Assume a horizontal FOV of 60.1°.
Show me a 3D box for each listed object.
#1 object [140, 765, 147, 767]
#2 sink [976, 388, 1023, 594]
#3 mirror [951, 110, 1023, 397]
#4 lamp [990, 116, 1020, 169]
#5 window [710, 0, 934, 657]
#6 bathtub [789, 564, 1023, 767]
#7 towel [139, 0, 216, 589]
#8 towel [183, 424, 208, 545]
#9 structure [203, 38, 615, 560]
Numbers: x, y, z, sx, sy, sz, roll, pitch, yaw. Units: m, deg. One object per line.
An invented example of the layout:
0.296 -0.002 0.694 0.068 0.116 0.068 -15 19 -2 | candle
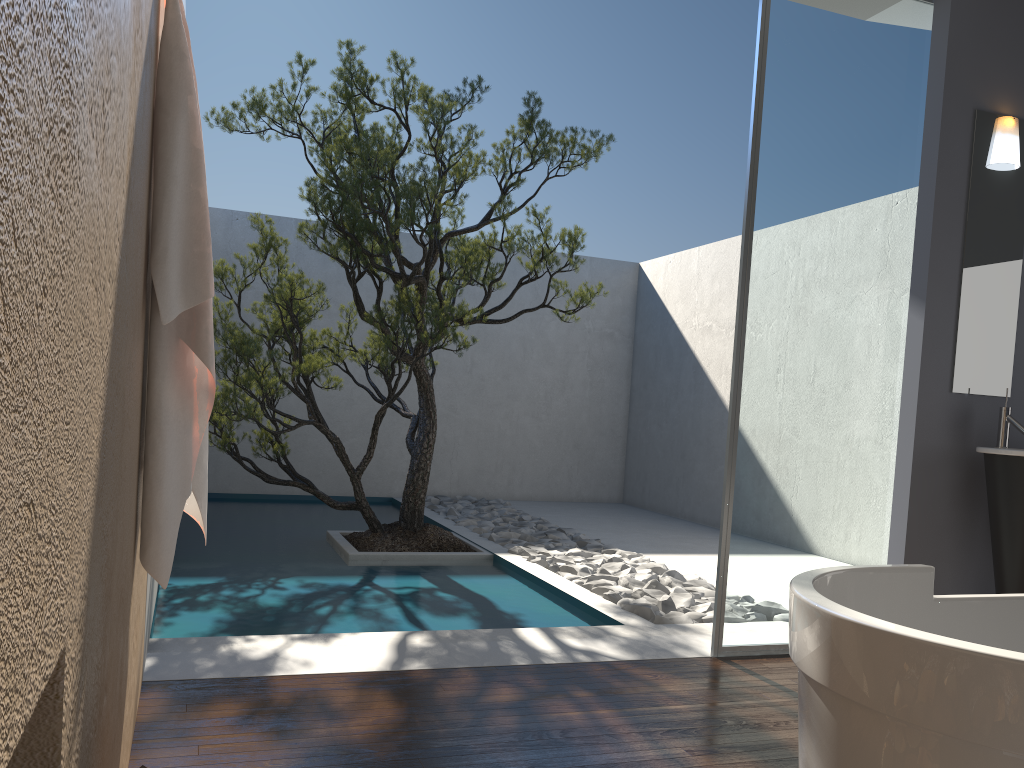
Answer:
-0.503 0.606 1.210 0.140 0.183 0.150 3 1 -28 | object
2.301 0.643 3.749 0.647 1.253 0.644 2 2 -38 | sink
2.207 -0.584 4.059 0.355 1.273 0.012 3 3 -20 | mirror
2.256 -1.098 4.006 0.157 0.214 0.057 3 2 -20 | lamp
1.842 -0.255 4.076 1.887 3.010 0.021 3 3 -20 | window
1.507 0.804 1.816 2.102 0.713 0.910 4 0 -20 | bathtub
-0.830 -0.261 2.221 0.181 1.545 0.399 3 2 -13 | towel
-0.939 -0.274 2.548 0.174 1.512 0.415 3 2 -17 | towel
-0.880 -0.358 6.058 2.590 3.478 2.511 3 1 -27 | structure
